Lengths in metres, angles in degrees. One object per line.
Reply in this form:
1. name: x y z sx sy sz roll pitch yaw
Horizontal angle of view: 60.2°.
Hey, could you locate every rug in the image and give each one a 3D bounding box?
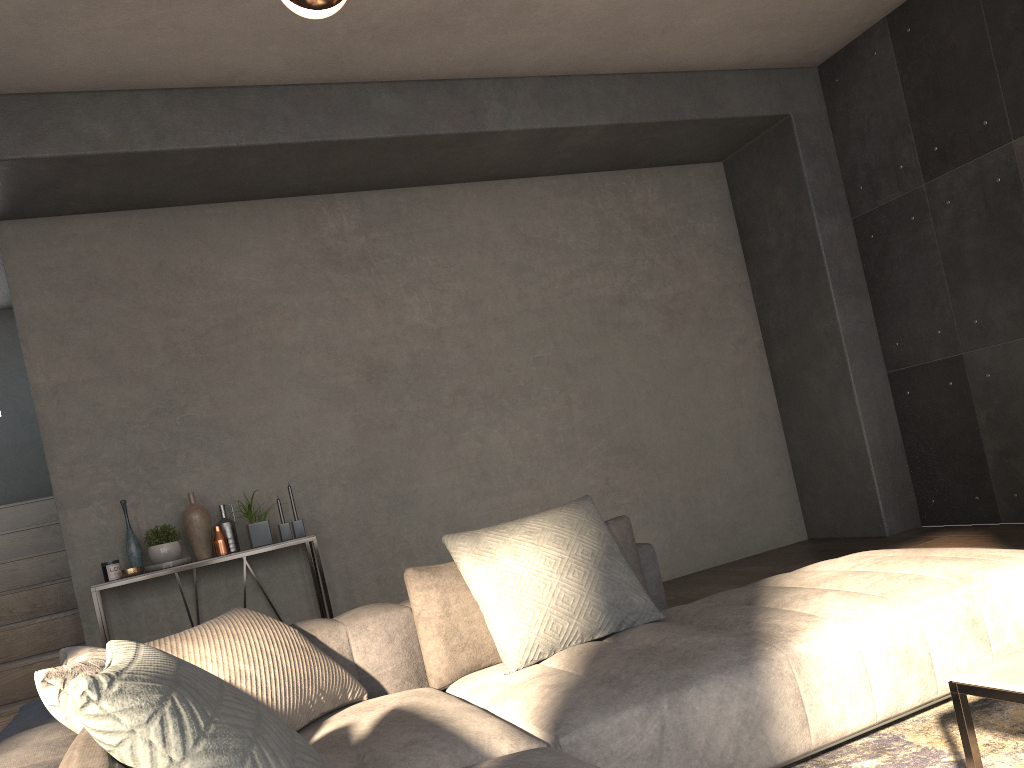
1. rug: 1.050 0.842 1.559 3.123 0.020 1.749 -10 -6 -23

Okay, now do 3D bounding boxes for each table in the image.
1. table: 1.489 0.575 1.500 0.924 0.308 0.941 -10 -6 -23
2. table: -1.501 1.312 4.594 1.093 0.819 0.302 -11 -2 -23

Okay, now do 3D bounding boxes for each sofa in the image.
1. sofa: 0.282 0.680 2.166 2.891 0.782 2.046 -10 -6 -23

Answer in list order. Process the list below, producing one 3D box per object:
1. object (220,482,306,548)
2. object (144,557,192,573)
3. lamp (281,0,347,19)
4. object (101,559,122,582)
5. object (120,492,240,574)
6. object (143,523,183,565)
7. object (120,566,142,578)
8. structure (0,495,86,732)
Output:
1. object: -1.345 0.696 4.718 0.404 0.337 0.314 -14 -3 19
2. object: -1.755 0.924 4.511 0.227 0.031 0.231 -11 -6 -17
3. lamp: -0.393 -1.445 1.402 1.481 1.036 1.006 -16 -5 43
4. object: -2.004 0.936 4.422 0.085 0.098 0.083 -14 -3 25
5. object: -1.713 0.738 4.580 0.557 0.390 0.227 -10 -3 -27
6. object: -1.774 0.827 4.512 0.193 0.227 0.189 -10 -4 -44
7. object: -1.891 0.936 4.389 0.098 0.041 0.100 -10 -6 -24
8. structure: -3.099 1.375 4.732 1.497 1.419 2.284 -11 -5 -23
